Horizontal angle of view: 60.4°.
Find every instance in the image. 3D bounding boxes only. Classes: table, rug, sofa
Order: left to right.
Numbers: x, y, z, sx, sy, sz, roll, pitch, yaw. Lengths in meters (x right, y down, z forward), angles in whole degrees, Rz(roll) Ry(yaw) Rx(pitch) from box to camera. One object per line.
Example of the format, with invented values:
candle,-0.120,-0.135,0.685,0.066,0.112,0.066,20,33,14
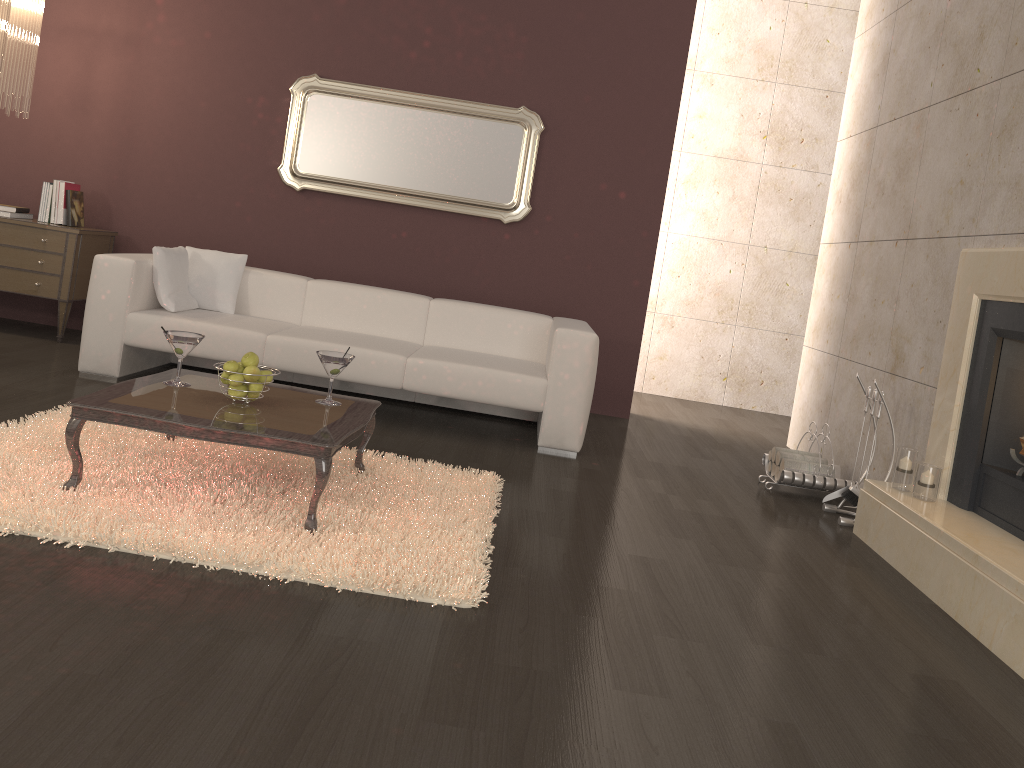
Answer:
rug,-1.035,0.356,3.189,1.997,0.067,1.523,9,8,1
table,-0.996,0.212,3.200,0.913,0.301,0.913,9,8,-1
sofa,-0.923,-0.236,5.123,2.782,0.648,0.951,9,6,1

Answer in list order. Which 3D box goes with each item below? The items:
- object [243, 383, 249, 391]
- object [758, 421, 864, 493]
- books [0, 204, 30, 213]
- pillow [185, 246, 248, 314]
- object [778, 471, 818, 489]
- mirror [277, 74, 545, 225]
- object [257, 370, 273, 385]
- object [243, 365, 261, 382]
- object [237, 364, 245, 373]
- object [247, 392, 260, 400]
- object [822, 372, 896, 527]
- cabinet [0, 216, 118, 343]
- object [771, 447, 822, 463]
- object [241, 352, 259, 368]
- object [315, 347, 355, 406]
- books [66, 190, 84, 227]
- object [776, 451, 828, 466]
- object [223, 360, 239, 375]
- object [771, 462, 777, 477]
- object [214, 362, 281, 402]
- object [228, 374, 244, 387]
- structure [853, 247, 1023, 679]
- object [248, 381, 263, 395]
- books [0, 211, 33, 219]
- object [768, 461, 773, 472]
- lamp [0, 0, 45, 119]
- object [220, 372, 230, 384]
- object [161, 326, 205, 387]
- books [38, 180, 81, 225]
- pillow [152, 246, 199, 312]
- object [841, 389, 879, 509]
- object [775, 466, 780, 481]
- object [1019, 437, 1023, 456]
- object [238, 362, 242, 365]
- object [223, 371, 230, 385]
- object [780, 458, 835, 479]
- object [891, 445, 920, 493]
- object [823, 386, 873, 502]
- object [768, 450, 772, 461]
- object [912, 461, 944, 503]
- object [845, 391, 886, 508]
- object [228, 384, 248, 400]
object,-0.985,0.019,3.211,0.055,0.054,0.055,10,5,12
object,1.598,0.390,4.655,0.502,0.378,0.434,9,5,1
books,-3.331,-1.158,5.794,0.210,0.034,0.292,7,8,-14
pillow,-1.810,-0.624,5.276,0.376,0.360,0.170,9,3,-1
object,1.509,0.506,4.557,0.243,0.059,0.061,9,5,1
mirror,-0.701,-1.620,6.069,1.783,0.821,0.047,9,2,1
object,-0.897,-0.024,3.187,0.062,0.054,0.062,8,5,-6
object,-0.926,-0.035,3.133,0.062,0.061,0.057,6,5,-30
object,-0.981,-0.048,3.162,0.045,0.043,0.046,6,6,-28
object,-0.935,0.038,3.180,0.044,0.043,0.043,9,5,4
object,1.678,0.311,4.182,0.217,0.695,0.264,9,2,1
cabinet,-3.521,-0.767,5.804,1.528,0.727,0.535,9,4,1
object,1.531,0.398,4.736,0.251,0.082,0.082,9,5,1
object,-0.942,-0.084,3.167,0.062,0.064,0.063,9,5,1
object,-0.694,-0.033,3.408,0.150,0.215,0.153,7,4,-24
books,-2.893,-1.161,5.831,0.068,0.236,0.173,9,4,0
object,1.529,0.414,4.650,0.251,0.076,0.080,9,5,1
object,-0.996,-0.058,3.121,0.053,0.051,0.054,9,5,1
object,1.534,0.481,4.701,0.276,0.073,0.083,9,5,1
object,-0.963,0.002,3.177,0.232,0.118,0.237,2,10,-44
object,-0.975,-0.015,3.111,0.053,0.051,0.054,9,5,5
structure,1.914,0.166,3.193,0.588,1.332,1.537,9,5,0
object,-0.914,0.013,3.142,0.051,0.048,0.052,9,5,-5
books,-3.327,-1.120,5.780,0.224,0.035,0.311,8,8,-4
object,1.520,0.465,4.769,0.251,0.057,0.057,9,5,1
lamp,-2.906,-2.837,5.182,0.489,2.823,0.481,10,2,37
object,-1.016,-0.022,3.140,0.045,0.045,0.044,8,5,-8
object,-1.245,-0.107,3.313,0.151,0.215,0.152,9,4,-7
books,-2.991,-1.203,5.836,0.178,0.288,0.205,9,4,1
pillow,-1.915,-0.601,5.010,0.186,0.356,0.379,9,5,-1
object,1.672,0.309,4.180,0.137,0.585,0.069,10,2,25
object,1.517,0.490,4.624,0.251,0.076,0.080,9,5,1
object,2.042,0.264,3.162,0.220,0.210,0.518,9,7,0
object,-0.998,-0.054,3.235,0.053,0.054,0.055,5,6,-37
object,-1.015,-0.030,3.188,0.066,0.065,0.066,6,6,-32
object,1.530,0.444,4.559,0.262,0.079,0.081,9,5,1
object,1.702,0.369,3.817,0.099,0.183,0.097,12,4,43
object,1.643,0.296,4.285,0.126,0.600,0.115,11,2,40
object,1.529,0.410,4.797,0.251,0.057,0.057,9,5,1
object,1.740,0.411,3.692,0.108,0.147,0.108,9,4,5
object,1.645,0.305,4.101,0.106,0.562,0.027,9,2,-6
object,-0.980,0.023,3.147,0.067,0.063,0.070,4,7,-44
